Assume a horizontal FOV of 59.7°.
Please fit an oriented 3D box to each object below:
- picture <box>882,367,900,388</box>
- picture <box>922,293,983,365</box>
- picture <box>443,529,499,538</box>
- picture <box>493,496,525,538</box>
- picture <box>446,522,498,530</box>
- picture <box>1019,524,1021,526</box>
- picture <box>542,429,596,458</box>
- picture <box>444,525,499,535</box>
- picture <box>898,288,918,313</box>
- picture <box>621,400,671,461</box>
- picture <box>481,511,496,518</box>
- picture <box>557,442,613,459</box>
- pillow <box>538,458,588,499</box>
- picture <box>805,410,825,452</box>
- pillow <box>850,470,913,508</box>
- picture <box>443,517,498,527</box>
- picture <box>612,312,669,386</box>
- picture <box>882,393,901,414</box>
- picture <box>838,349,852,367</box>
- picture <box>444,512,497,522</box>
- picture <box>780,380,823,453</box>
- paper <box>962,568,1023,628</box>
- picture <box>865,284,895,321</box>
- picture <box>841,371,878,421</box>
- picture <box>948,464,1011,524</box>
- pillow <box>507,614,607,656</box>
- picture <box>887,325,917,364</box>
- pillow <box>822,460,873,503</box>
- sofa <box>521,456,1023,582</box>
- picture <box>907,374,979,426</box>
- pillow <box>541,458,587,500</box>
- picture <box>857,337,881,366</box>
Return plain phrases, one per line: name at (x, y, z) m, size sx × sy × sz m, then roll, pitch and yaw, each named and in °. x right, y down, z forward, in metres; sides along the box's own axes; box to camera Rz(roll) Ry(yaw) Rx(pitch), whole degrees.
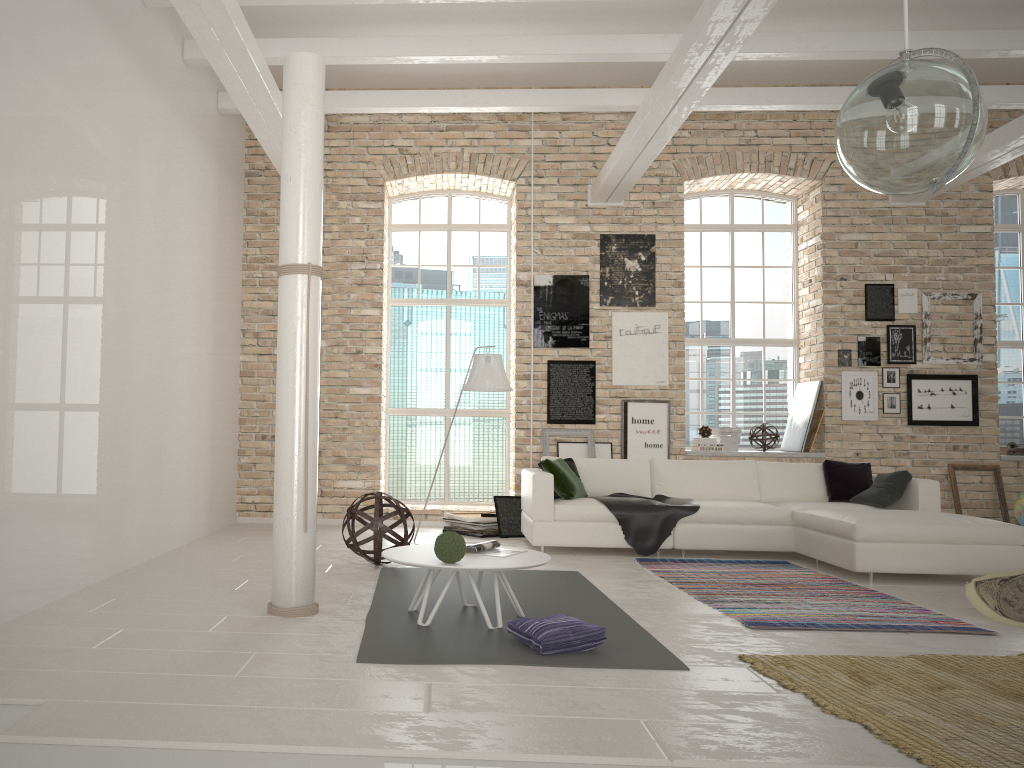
picture at (3.959, -0.065, 9.310) m, size 0.177 × 0.213 × 0.011 m, roll 0°, pitch -3°, yaw 3°
picture at (4.588, -0.577, 9.295) m, size 0.608 × 0.749 × 0.025 m, roll 0°, pitch -3°, yaw 4°
picture at (-0.213, 1.480, 8.970) m, size 0.733 × 0.048 × 0.627 m, roll 4°, pitch -4°, yaw -40°
picture at (-0.001, 1.295, 8.676) m, size 0.316 × 0.404 × 0.200 m, roll 2°, pitch -4°, yaw -21°
picture at (-0.186, 1.406, 8.988) m, size 0.739 × 0.048 × 0.622 m, roll 3°, pitch -4°, yaw -30°
picture at (5.322, 1.413, 9.118) m, size 0.269 × 0.351 × 0.095 m, roll 0°, pitch -3°, yaw 2°
picture at (0.601, 0.761, 9.324) m, size 0.548 × 0.582 × 0.282 m, roll 0°, pitch -3°, yaw 2°
picture at (-0.224, 1.445, 9.006) m, size 0.627 × 0.048 × 0.732 m, roll -1°, pitch -4°, yaw 35°
picture at (4.148, -0.872, 9.346) m, size 0.195 × 0.259 × 0.012 m, roll 0°, pitch -3°, yaw 3°
picture at (1.413, 0.546, 9.419) m, size 0.522 × 0.756 × 0.012 m, roll 0°, pitch -3°, yaw 3°
picture at (-0.099, 1.310, 8.991) m, size 0.306 × 0.048 × 0.364 m, roll -1°, pitch -4°, yaw 27°
picture at (0.770, 0.895, 9.372) m, size 0.580 × 0.568 × 0.146 m, roll 0°, pitch -3°, yaw 3°
pillow at (0.458, 0.849, 8.011) m, size 0.384 × 0.365 × 0.335 m, roll 4°, pitch -5°, yaw -44°
picture at (3.171, 0.506, 9.470) m, size 0.173 × 0.460 × 0.362 m, roll 1°, pitch -3°, yaw -4°
pillow at (3.100, 0.870, 7.494) m, size 0.334 × 0.305 × 0.425 m, roll 1°, pitch -3°, yaw -11°
picture at (-0.214, 1.367, 8.996) m, size 0.731 × 0.048 × 0.628 m, roll 4°, pitch -4°, yaw -42°
picture at (1.361, -0.373, 9.475) m, size 0.594 × 0.785 × 0.036 m, roll 0°, pitch -3°, yaw 3°
picture at (3.958, 0.203, 9.294) m, size 0.177 × 0.213 × 0.011 m, roll 0°, pitch -3°, yaw 3°
picture at (3.489, -0.273, 9.349) m, size 0.136 × 0.178 × 0.008 m, roll 0°, pitch -3°, yaw 8°
picture at (-0.211, 1.329, 8.970) m, size 0.748 × 0.048 × 0.615 m, roll 2°, pitch -3°, yaw -23°
picture at (3.128, 0.357, 9.637) m, size 0.245 × 0.764 × 0.587 m, roll 1°, pitch -3°, yaw -3°
paper at (3.421, 1.191, 4.936) m, size 1.375 × 0.265 × 1.129 m, roll 3°, pitch -4°, yaw -35°
picture at (3.861, -0.856, 9.358) m, size 0.298 × 0.394 × 0.018 m, roll 0°, pitch -3°, yaw 3°
picture at (3.634, 0.124, 9.313) m, size 0.369 × 0.514 × 0.013 m, roll 0°, pitch -3°, yaw 3°
picture at (4.771, 1.201, 9.085) m, size 0.509 × 0.748 × 0.221 m, roll 0°, pitch -3°, yaw 2°
pillow at (0.204, 1.178, 4.174) m, size 0.337 × 0.164 × 0.372 m, roll 2°, pitch -4°, yaw -25°
picture at (4.072, -0.412, 9.316) m, size 0.294 × 0.409 × 0.010 m, roll 0°, pitch -3°, yaw 3°
pillow at (2.997, 0.873, 7.913) m, size 0.430 × 0.390 × 0.240 m, roll 1°, pitch -3°, yaw 2°
sofa at (1.815, 1.055, 7.276) m, size 3.300 × 0.842 × 2.160 m, roll 1°, pitch -3°, yaw 1°
picture at (4.470, 0.168, 9.259) m, size 0.719 × 0.535 × 0.031 m, roll 0°, pitch -3°, yaw 3°
pillow at (0.450, 0.819, 7.734) m, size 0.322 × 0.344 × 0.394 m, roll -1°, pitch -4°, yaw 24°
picture at (3.741, -0.342, 9.337) m, size 0.231 × 0.306 × 0.014 m, roll 0°, pitch -3°, yaw 3°
